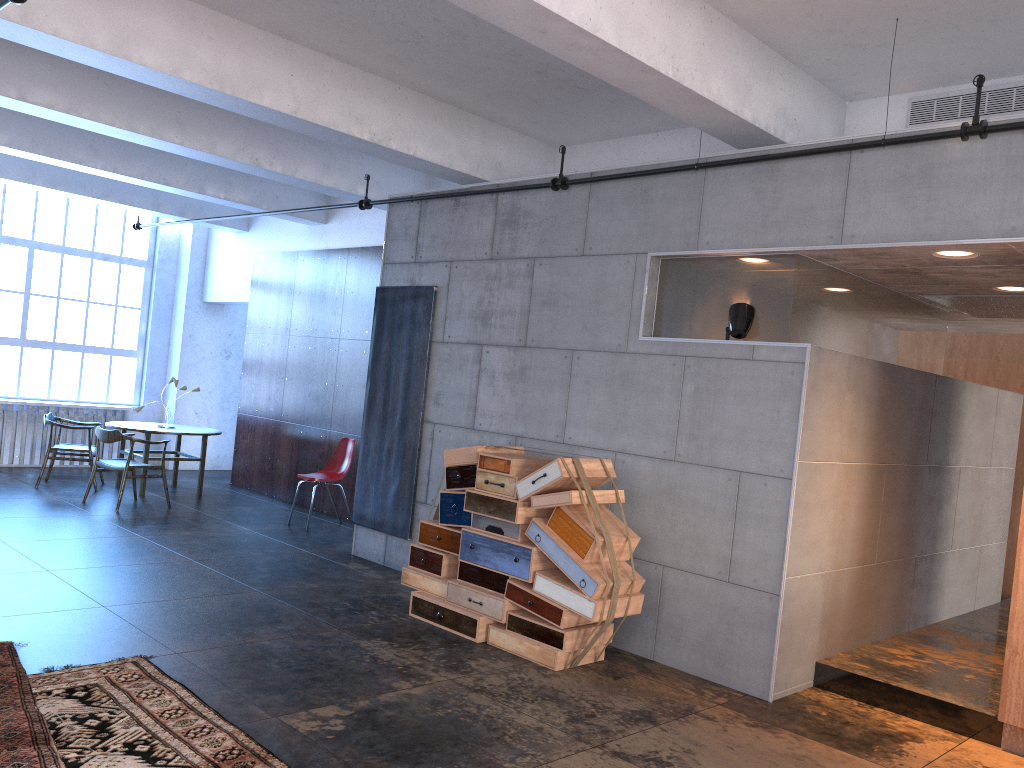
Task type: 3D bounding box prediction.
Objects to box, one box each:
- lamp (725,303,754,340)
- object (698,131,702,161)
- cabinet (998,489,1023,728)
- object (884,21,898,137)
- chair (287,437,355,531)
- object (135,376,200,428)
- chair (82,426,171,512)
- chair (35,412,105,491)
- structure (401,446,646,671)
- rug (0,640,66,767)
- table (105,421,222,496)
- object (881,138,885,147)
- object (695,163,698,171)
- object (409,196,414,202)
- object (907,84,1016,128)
[{"bbox_3d":[1.461,-0.391,5.671,0.168,0.259,0.215,6,0,26],"label":"lamp"},{"bbox_3d":[6.457,1.228,1.934,0.063,0.053,0.051,6,0,2],"label":"object"},{"bbox_3d":[6.451,0.945,2.926,7.925,2.563,2.432,6,0,45],"label":"cabinet"},{"bbox_3d":[6.392,1.208,1.941,0.059,0.060,0.050,6,0,-11],"label":"object"},{"bbox_3d":[-1.988,1.070,9.570,0.418,0.988,0.670,6,1,45],"label":"chair"},{"bbox_3d":[-4.190,0.215,10.799,0.792,0.624,0.234,6,0,-43],"label":"object"},{"bbox_3d":[-4.146,0.909,9.613,0.713,0.864,0.686,6,0,32],"label":"chair"},{"bbox_3d":[-5.198,0.804,10.499,0.682,0.864,0.718,6,0,-19],"label":"chair"},{"bbox_3d":[0.019,1.086,6.072,1.870,1.315,0.652,6,0,45],"label":"structure"},{"bbox_3d":[-2.569,1.434,3.141,1.916,0.048,3.448,6,0,-36],"label":"rug"},{"bbox_3d":[-4.279,0.952,10.815,1.312,0.851,1.308,6,0,-1],"label":"table"},{"bbox_3d":[6.450,1.215,1.821,0.052,0.051,0.064,6,0,37],"label":"object"},{"bbox_3d":[6.443,1.274,1.909,0.063,0.053,0.051,6,0,-3],"label":"object"},{"bbox_3d":[6.486,1.242,1.886,0.053,0.052,0.061,6,0,3],"label":"object"},{"bbox_3d":[4.569,-0.291,3.925,0.059,2.868,5.822,5,0,-44],"label":"object"}]
